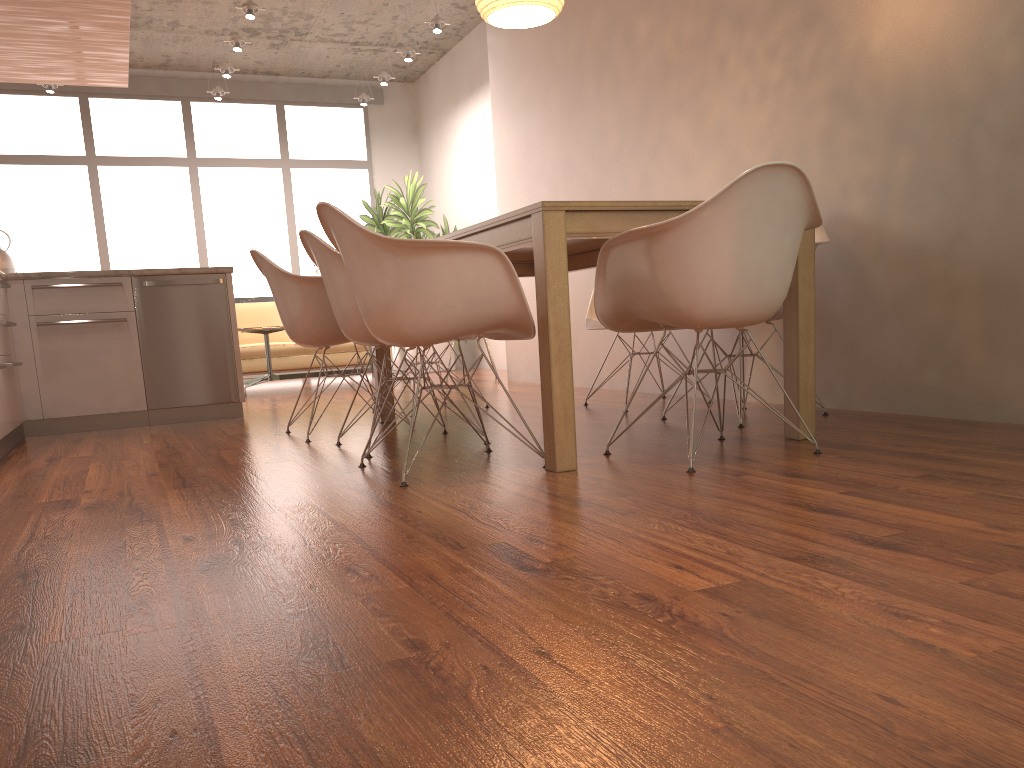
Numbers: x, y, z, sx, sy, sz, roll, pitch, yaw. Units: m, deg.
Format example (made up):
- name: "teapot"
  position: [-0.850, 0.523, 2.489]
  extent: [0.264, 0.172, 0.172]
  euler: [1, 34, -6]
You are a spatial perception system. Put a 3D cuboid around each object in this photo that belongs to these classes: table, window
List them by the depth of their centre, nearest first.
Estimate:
- name: "table"
  position: [0.162, -0.212, 3.794]
  extent: [1.019, 0.820, 2.062]
  euler: [-6, 5, -23]
- name: "table"
  position: [-1.701, -0.250, 7.922]
  extent: [1.858, 0.568, 0.935]
  euler: [-5, 6, -23]
- name: "window"
  position: [-5.351, -1.513, 9.111]
  extent: [8.506, 3.328, 0.061]
  euler: [-5, 9, -23]

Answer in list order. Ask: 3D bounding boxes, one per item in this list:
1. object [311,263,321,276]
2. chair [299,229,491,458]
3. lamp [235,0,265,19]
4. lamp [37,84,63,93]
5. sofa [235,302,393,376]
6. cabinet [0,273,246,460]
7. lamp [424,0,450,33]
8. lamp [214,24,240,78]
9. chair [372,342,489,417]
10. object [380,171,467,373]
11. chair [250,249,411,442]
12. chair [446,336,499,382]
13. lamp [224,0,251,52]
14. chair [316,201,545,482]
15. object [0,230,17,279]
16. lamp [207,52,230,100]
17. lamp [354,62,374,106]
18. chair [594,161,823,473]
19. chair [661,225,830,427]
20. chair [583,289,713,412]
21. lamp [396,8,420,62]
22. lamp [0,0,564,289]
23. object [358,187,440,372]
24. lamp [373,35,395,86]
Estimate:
- name: "object"
  position: [-1.646, -0.833, 7.836]
  extent: [0.295, 0.598, 0.369]
  euler: [-8, 9, -29]
- name: "chair"
  position: [-0.488, -0.180, 3.544]
  extent: [0.637, 0.873, 0.681]
  euler: [-7, 8, -28]
- name: "lamp"
  position: [-2.035, -3.076, 6.804]
  extent: [0.134, 0.490, 0.196]
  euler: [3, 10, 34]
- name: "lamp"
  position: [-4.444, -3.041, 8.447]
  extent: [0.134, 0.490, 0.196]
  euler: [3, 10, 34]
- name: "sofa"
  position: [-2.216, -0.437, 9.068]
  extent: [1.790, 0.850, 0.873]
  euler: [-5, 7, -23]
- name: "cabinet"
  position: [-2.003, -0.810, 3.589]
  extent: [1.901, 2.306, 4.221]
  euler: [-6, 6, -23]
- name: "lamp"
  position: [-0.637, -3.201, 7.391]
  extent: [0.134, 0.490, 0.196]
  euler: [3, 10, 34]
- name: "lamp"
  position: [-2.697, -3.137, 8.296]
  extent: [0.134, 0.490, 0.196]
  euler: [3, 10, 34]
- name: "chair"
  position: [-0.523, -0.282, 5.098]
  extent: [0.676, 0.873, 0.642]
  euler: [-9, 9, -38]
- name: "object"
  position: [-0.912, -1.190, 9.593]
  extent: [0.964, 2.135, 1.068]
  euler: [-5, 8, -10]
- name: "chair"
  position: [-0.857, -0.198, 4.153]
  extent: [0.637, 0.873, 0.681]
  euler: [-7, 8, -28]
- name: "chair"
  position: [-0.347, -0.478, 7.537]
  extent: [0.560, 0.914, 0.536]
  euler: [-4, 8, -3]
- name: "lamp"
  position: [-2.366, -3.107, 7.550]
  extent: [0.134, 0.490, 0.196]
  euler: [3, 10, 34]
- name: "chair"
  position: [-0.276, -0.155, 2.885]
  extent: [0.637, 0.861, 0.681]
  euler: [-7, 8, -28]
- name: "object"
  position: [-2.980, -0.755, 5.012]
  extent: [0.262, 0.309, 0.259]
  euler: [-4, 7, -7]
- name: "lamp"
  position: [-3.028, -3.167, 9.041]
  extent: [0.134, 0.490, 0.196]
  euler: [3, 10, 34]
- name: "lamp"
  position: [-1.630, -3.292, 9.628]
  extent: [0.134, 0.490, 0.196]
  euler: [3, 10, 34]
- name: "chair"
  position: [0.635, -0.198, 2.801]
  extent: [0.678, 0.873, 0.640]
  euler: [-7, 8, -28]
- name: "chair"
  position: [1.027, -0.290, 3.808]
  extent: [0.636, 0.873, 0.682]
  euler: [-8, 9, -33]
- name: "chair"
  position: [0.733, -0.327, 4.631]
  extent: [0.638, 0.873, 0.680]
  euler: [-7, 8, -23]
- name: "lamp"
  position: [-0.968, -3.231, 8.137]
  extent: [0.134, 0.490, 0.196]
  euler: [3, 10, 34]
- name: "lamp"
  position: [-1.673, -1.281, 4.318]
  extent: [3.195, 1.366, 3.051]
  euler: [-5, 5, -23]
- name: "object"
  position: [-1.198, -1.214, 10.203]
  extent: [1.079, 2.135, 0.954]
  euler: [-4, 8, -5]
- name: "lamp"
  position: [-1.299, -3.261, 8.883]
  extent: [0.134, 0.490, 0.196]
  euler: [3, 10, 34]
